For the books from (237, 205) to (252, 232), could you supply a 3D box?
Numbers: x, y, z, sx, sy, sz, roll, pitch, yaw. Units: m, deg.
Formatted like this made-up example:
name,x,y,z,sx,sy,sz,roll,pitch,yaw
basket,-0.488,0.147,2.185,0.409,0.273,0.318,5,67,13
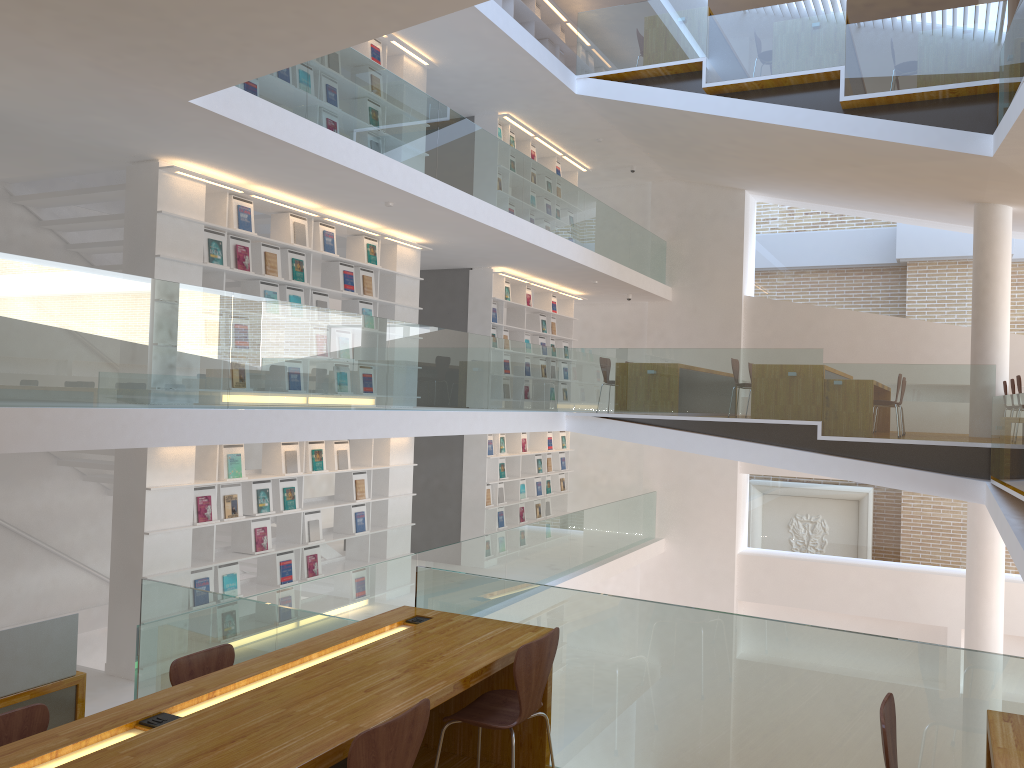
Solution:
name,x,y,z,sx,sy,sz,roll,pitch,yaw
books,-2.236,-1.381,7.419,0.037,0.210,0.145,1,-1,26

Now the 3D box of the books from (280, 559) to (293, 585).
name,x,y,z,sx,sy,sz,roll,pitch,yaw
books,-2.031,1.695,7.982,0.037,0.210,0.145,1,-1,26

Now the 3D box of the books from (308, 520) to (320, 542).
name,x,y,z,sx,sy,sz,roll,pitch,yaw
books,-1.855,1.387,8.318,0.037,0.210,0.145,1,-1,26

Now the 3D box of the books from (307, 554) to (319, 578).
name,x,y,z,sx,sy,sz,roll,pitch,yaw
books,-1.869,1.708,8.312,0.037,0.210,0.145,1,-1,26

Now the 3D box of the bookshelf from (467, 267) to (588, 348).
name,x,y,z,sx,sy,sz,roll,pitch,yaw
bookshelf,0.295,-0.550,12.825,0.498,1.836,2.984,1,-1,26

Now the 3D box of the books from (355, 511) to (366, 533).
name,x,y,z,sx,sy,sz,roll,pitch,yaw
books,-1.534,1.401,8.972,0.037,0.210,0.145,1,-1,26

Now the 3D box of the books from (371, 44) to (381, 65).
name,x,y,z,sx,sy,sz,roll,pitch,yaw
books,-1.390,-3.346,9.054,0.037,0.210,0.145,1,-1,26

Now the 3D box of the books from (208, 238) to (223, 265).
name,x,y,z,sx,sy,sz,roll,pitch,yaw
books,-2.386,-1.056,7.139,0.037,0.210,0.145,1,-1,26

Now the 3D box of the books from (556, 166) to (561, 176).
name,x,y,z,sx,sy,sz,roll,pitch,yaw
books,0.705,-3.192,13.460,0.037,0.210,0.145,1,-1,26

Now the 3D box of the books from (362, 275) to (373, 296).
name,x,y,z,sx,sy,sz,roll,pitch,yaw
books,-1.466,-0.993,9.008,0.037,0.210,0.145,1,-1,26

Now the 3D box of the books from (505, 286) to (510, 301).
name,x,y,z,sx,sy,sz,roll,pitch,yaw
books,-0.064,-1.211,11.988,0.037,0.210,0.145,1,-1,26

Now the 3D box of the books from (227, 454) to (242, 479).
name,x,y,z,sx,sy,sz,roll,pitch,yaw
books,-2.305,0.686,7.373,0.037,0.210,0.145,1,-1,26

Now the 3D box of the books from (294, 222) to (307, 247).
name,x,y,z,sx,sy,sz,roll,pitch,yaw
books,-1.924,-1.357,8.054,0.037,0.210,0.145,1,-1,26

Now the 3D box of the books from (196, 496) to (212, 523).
name,x,y,z,sx,sy,sz,roll,pitch,yaw
books,-2.457,1.002,7.085,0.037,0.210,0.145,1,-1,26

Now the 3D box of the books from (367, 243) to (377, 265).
name,x,y,z,sx,sy,sz,roll,pitch,yaw
books,-1.430,-1.321,9.059,0.037,0.210,0.145,1,-1,26

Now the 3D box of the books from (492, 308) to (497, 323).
name,x,y,z,sx,sy,sz,roll,pitch,yaw
books,-0.236,-0.893,11.647,0.037,0.210,0.145,1,-1,26

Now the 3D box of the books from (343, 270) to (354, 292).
name,x,y,z,sx,sy,sz,roll,pitch,yaw
books,-1.605,-1.006,8.725,0.037,0.210,0.145,1,-1,26

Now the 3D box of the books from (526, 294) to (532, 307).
name,x,y,z,sx,sy,sz,roll,pitch,yaw
books,0.239,-1.173,12.605,0.037,0.210,0.145,1,-1,26

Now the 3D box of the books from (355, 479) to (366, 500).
name,x,y,z,sx,sy,sz,roll,pitch,yaw
books,-1.533,1.073,8.965,0.037,0.210,0.145,1,-1,26

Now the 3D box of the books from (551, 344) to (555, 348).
name,x,y,z,sx,sy,sz,roll,pitch,yaw
books,0.615,-0.494,13.393,0.037,0.210,0.145,1,-1,26

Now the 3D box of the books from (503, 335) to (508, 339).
name,x,y,z,sx,sy,sz,roll,pitch,yaw
books,-0.090,-0.554,11.966,0.037,0.210,0.145,1,-1,26

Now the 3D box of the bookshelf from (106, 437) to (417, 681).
name,x,y,z,sx,sy,sz,roll,pitch,yaw
bookshelf,-2.052,1.348,8.268,0.397,1.836,3.666,1,-1,26

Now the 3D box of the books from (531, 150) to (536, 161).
name,x,y,z,sx,sy,sz,roll,pitch,yaw
books,0.304,-3.221,12.645,0.037,0.210,0.145,1,-1,26

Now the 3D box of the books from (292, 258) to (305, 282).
name,x,y,z,sx,sy,sz,roll,pitch,yaw
books,-1.938,-1.027,8.041,0.037,0.210,0.145,1,-1,26

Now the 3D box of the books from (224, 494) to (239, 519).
name,x,y,z,sx,sy,sz,roll,pitch,yaw
books,-2.331,1.027,7.363,0.037,0.210,0.145,1,-1,26

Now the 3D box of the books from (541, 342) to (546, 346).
name,x,y,z,sx,sy,sz,roll,pitch,yaw
books,0.467,-0.504,13.092,0.037,0.210,0.145,1,-1,26

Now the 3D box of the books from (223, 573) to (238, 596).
name,x,y,z,sx,sy,sz,roll,pitch,yaw
books,-2.336,1.683,7.356,0.037,0.210,0.145,1,-1,26

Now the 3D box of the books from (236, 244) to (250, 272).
name,x,y,z,sx,sy,sz,roll,pitch,yaw
books,-2.250,-1.051,7.412,0.037,0.210,0.145,1,-1,26

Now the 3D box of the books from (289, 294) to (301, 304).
name,x,y,z,sx,sy,sz,roll,pitch,yaw
books,-1.958,-0.698,8.023,0.037,0.210,0.145,1,-1,26

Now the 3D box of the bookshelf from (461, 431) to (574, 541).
name,x,y,z,sx,sy,sz,roll,pitch,yaw
bookshelf,0.229,1.509,12.785,0.498,1.836,2.984,1,-1,26

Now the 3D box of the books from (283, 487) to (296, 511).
name,x,y,z,sx,sy,sz,roll,pitch,yaw
books,-2.005,1.039,7.998,0.037,0.210,0.145,1,-1,26

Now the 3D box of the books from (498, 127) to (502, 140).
name,x,y,z,sx,sy,sz,roll,pitch,yaw
books,-0.175,-3.276,11.668,0.037,0.210,0.145,1,-1,26

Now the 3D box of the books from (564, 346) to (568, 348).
name,x,y,z,sx,sy,sz,roll,pitch,yaw
books,0.856,-0.486,13.889,0.037,0.210,0.145,1,-1,26

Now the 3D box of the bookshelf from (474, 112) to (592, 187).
name,x,y,z,sx,sy,sz,roll,pitch,yaw
bookshelf,0.361,-2.596,12.866,0.498,1.836,2.984,1,-1,26

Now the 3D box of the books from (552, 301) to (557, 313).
name,x,y,z,sx,sy,sz,roll,pitch,yaw
books,0.639,-1.144,13.420,0.037,0.210,0.145,1,-1,26

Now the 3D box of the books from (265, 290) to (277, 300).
name,x,y,z,sx,sy,sz,roll,pitch,yaw
books,-2.098,-0.705,7.730,0.037,0.210,0.145,1,-1,26

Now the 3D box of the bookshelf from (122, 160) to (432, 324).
name,x,y,z,sx,sy,sz,roll,pitch,yaw
bookshelf,-1.940,-0.711,8.285,0.498,1.836,3.666,1,-1,26

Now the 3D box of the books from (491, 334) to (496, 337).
name,x,y,z,sx,sy,sz,roll,pitch,yaw
books,-0.250,-0.556,11.634,0.037,0.210,0.145,1,-1,26

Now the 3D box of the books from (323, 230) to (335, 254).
name,x,y,z,sx,sy,sz,roll,pitch,yaw
books,-1.739,-1.345,8.431,0.037,0.210,0.145,1,-1,26

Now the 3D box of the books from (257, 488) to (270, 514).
name,x,y,z,sx,sy,sz,roll,pitch,yaw
books,-2.158,1.017,7.698,0.037,0.210,0.145,1,-1,26

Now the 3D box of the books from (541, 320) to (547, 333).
name,x,y,z,sx,sy,sz,roll,pitch,yaw
books,0.475,-0.841,13.100,0.037,0.210,0.145,1,-1,26

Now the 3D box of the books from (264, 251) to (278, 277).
name,x,y,z,sx,sy,sz,roll,pitch,yaw
books,-2.097,-1.038,7.724,0.037,0.210,0.145,1,-1,26

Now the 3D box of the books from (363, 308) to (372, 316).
name,x,y,z,sx,sy,sz,roll,pitch,yaw
books,-1.467,-0.660,9.015,0.037,0.210,0.145,1,-1,26

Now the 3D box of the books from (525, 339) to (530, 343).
name,x,y,z,sx,sy,sz,roll,pitch,yaw
books,0.218,-0.529,12.592,0.037,0.210,0.145,1,-1,26

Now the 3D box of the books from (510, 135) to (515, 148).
name,x,y,z,sx,sy,sz,roll,pitch,yaw
books,0.002,-3.259,12.028,0.037,0.210,0.145,1,-1,26

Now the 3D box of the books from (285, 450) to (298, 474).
name,x,y,z,sx,sy,sz,roll,pitch,yaw
books,-1.992,0.709,8.011,0.037,0.210,0.145,1,-1,26

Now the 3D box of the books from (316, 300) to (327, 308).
name,x,y,z,sx,sy,sz,roll,pitch,yaw
books,-1.788,-0.678,8.362,0.037,0.210,0.145,1,-1,26

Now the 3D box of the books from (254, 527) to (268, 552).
name,x,y,z,sx,sy,sz,roll,pitch,yaw
books,-2.171,1.350,7.681,0.037,0.210,0.145,1,-1,26

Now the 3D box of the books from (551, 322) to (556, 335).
name,x,y,z,sx,sy,sz,roll,pitch,yaw
books,0.629,-0.830,13.414,0.037,0.210,0.145,1,-1,26

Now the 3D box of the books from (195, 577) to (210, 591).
name,x,y,z,sx,sy,sz,roll,pitch,yaw
books,-2.471,1.660,7.080,0.037,0.210,0.145,1,-1,26

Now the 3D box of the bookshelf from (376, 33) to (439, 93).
name,x,y,z,sx,sy,sz,roll,pitch,yaw
bookshelf,-1.875,-2.756,8.326,0.498,1.836,3.666,1,-1,26

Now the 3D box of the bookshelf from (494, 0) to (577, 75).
name,x,y,z,sx,sy,sz,roll,pitch,yaw
bookshelf,0.426,-4.609,12.905,0.498,1.836,2.984,1,-1,26
